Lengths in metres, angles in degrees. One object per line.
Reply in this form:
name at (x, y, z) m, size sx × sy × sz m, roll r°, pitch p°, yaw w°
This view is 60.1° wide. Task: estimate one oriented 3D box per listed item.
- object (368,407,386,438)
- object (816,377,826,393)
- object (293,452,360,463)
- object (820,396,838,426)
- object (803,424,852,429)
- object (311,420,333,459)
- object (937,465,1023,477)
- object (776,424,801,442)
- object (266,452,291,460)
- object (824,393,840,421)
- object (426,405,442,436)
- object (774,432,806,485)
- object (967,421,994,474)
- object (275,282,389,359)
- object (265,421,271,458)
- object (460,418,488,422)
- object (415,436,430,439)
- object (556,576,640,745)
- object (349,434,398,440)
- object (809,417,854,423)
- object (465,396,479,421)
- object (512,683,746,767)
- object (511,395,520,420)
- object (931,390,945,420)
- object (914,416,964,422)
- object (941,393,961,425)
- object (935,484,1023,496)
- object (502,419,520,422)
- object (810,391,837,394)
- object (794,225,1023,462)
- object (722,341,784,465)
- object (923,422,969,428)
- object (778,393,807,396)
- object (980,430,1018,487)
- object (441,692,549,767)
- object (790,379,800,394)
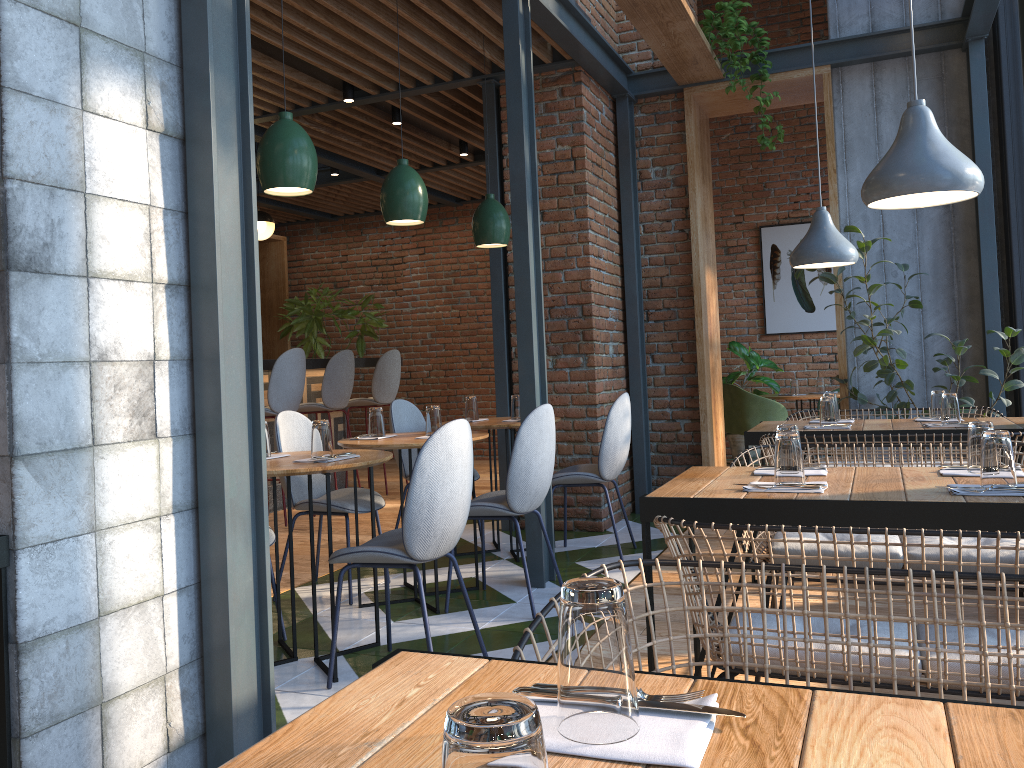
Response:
object at (-0.637, 0.179, 4.164) m, size 0.080 × 0.138 × 0.080 m, roll -2°, pitch -1°, yaw -28°
object at (2.743, 0.008, 7.870) m, size 0.080 × 0.138 × 0.080 m, roll -3°, pitch -1°, yaw 43°
object at (-0.683, 0.268, 3.235) m, size 0.157 × 0.019 × 0.243 m, roll -2°, pitch 1°, yaw 28°
object at (1.475, 0.127, 4.134) m, size 0.080 × 0.138 × 0.080 m, roll -2°, pitch -1°, yaw -18°
object at (1.450, 0.195, 4.118) m, size 0.242 × 0.019 × 0.157 m, roll -2°, pitch 1°, yaw 19°
object at (-0.701, 0.202, 3.258) m, size 0.080 × 0.138 × 0.080 m, roll -3°, pitch -1°, yaw 1°
object at (1.309, 0.238, 2.445) m, size 0.242 × 0.019 × 0.157 m, roll -2°, pitch 1°, yaw 25°
object at (0.817, 0.190, 2.617) m, size 0.080 × 0.138 × 0.080 m, roll -3°, pitch -1°, yaw 44°
object at (-0.970, 0.277, 3.407) m, size 0.157 × 0.019 × 0.243 m, roll -2°, pitch 1°, yaw 28°
object at (1.588, 0.116, 4.414) m, size 0.080 × 0.138 × 0.080 m, roll -3°, pitch -1°, yaw 39°
object at (-0.361, 0.169, 4.083) m, size 0.080 × 0.138 × 0.080 m, roll -3°, pitch -1°, yaw 32°
object at (0.736, 0.199, 2.357) m, size 0.080 × 0.138 × 0.080 m, roll -2°, pitch -1°, yaw -3°
object at (1.289, 0.173, 2.429) m, size 0.080 × 0.138 × 0.080 m, roll -2°, pitch -1°, yaw -12°
object at (-2.080, -0.111, 10.030) m, size 1.515 × 2.099 × 1.083 m, roll -3°, pitch -1°, yaw 28°
object at (-0.962, 0.211, 3.379) m, size 0.080 × 0.138 × 0.080 m, roll -2°, pitch -1°, yaw -9°
object at (-0.243, 0.206, 5.155) m, size 0.157 × 0.019 × 0.243 m, roll -2°, pitch 1°, yaw 26°
object at (-0.340, 0.234, 4.062) m, size 0.157 × 0.019 × 0.243 m, roll -2°, pitch 1°, yaw 19°
object at (0.080, 0.261, 0.852) m, size 0.080 × 0.138 × 0.080 m, roll -3°, pitch -1°, yaw 24°
object at (-0.649, 0.245, 4.190) m, size 0.157 × 0.019 × 0.243 m, roll -2°, pitch 1°, yaw 19°
object at (1.611, 0.181, 4.428) m, size 0.242 × 0.019 × 0.157 m, roll -2°, pitch 1°, yaw 26°
object at (-0.234, 0.140, 5.128) m, size 0.080 × 0.138 × 0.080 m, roll -2°, pitch -1°, yaw -31°
object at (0.103, 0.326, 0.868) m, size 0.242 × 0.019 × 0.157 m, roll -2°, pitch 1°, yaw 21°
object at (0.030, 0.131, 5.014) m, size 0.080 × 0.138 × 0.080 m, roll -3°, pitch -1°, yaw 9°
object at (2.038, 0.100, 4.227) m, size 0.080 × 0.138 × 0.080 m, roll -2°, pitch -1°, yaw -4°
object at (2.057, 0.165, 4.244) m, size 0.242 × 0.019 × 0.157 m, roll -2°, pitch 1°, yaw 23°
object at (1.955, 0.110, 3.951) m, size 0.080 × 0.138 × 0.080 m, roll -3°, pitch -1°, yaw 5°
object at (1.158, 0.251, 2.146) m, size 0.242 × 0.019 × 0.157 m, roll -2°, pitch 1°, yaw 24°
object at (0.049, 0.197, 4.991) m, size 0.157 × 0.019 × 0.243 m, roll -2°, pitch 1°, yaw 26°
object at (2.772, 0.073, 7.865) m, size 0.157 × 0.019 × 0.242 m, roll -3°, pitch 1°, yaw -20°
object at (2.375, -0.049, 5.349) m, size 1.063 × 1.775 × 1.016 m, roll -2°, pitch -1°, yaw -9°
object at (2.251, 0.180, 8.560) m, size 0.634 × 1.197 × 0.713 m, roll -2°, pitch -1°, yaw -17°
object at (1.929, 0.178, 3.935) m, size 0.242 × 0.019 × 0.157 m, roll -2°, pitch 1°, yaw 22°
object at (2.451, 0.090, 7.770) m, size 0.157 × 0.019 × 0.242 m, roll -3°, pitch 1°, yaw -20°
object at (1.184, 0.183, 2.161) m, size 0.080 × 0.138 × 0.080 m, roll -2°, pitch -1°, yaw -3°
object at (-0.009, 0.271, 0.552) m, size 0.080 × 0.138 × 0.080 m, roll -3°, pitch -1°, yaw -2°
object at (2.477, 0.022, 7.760) m, size 0.080 × 0.138 × 0.080 m, roll -3°, pitch -1°, yaw 43°
